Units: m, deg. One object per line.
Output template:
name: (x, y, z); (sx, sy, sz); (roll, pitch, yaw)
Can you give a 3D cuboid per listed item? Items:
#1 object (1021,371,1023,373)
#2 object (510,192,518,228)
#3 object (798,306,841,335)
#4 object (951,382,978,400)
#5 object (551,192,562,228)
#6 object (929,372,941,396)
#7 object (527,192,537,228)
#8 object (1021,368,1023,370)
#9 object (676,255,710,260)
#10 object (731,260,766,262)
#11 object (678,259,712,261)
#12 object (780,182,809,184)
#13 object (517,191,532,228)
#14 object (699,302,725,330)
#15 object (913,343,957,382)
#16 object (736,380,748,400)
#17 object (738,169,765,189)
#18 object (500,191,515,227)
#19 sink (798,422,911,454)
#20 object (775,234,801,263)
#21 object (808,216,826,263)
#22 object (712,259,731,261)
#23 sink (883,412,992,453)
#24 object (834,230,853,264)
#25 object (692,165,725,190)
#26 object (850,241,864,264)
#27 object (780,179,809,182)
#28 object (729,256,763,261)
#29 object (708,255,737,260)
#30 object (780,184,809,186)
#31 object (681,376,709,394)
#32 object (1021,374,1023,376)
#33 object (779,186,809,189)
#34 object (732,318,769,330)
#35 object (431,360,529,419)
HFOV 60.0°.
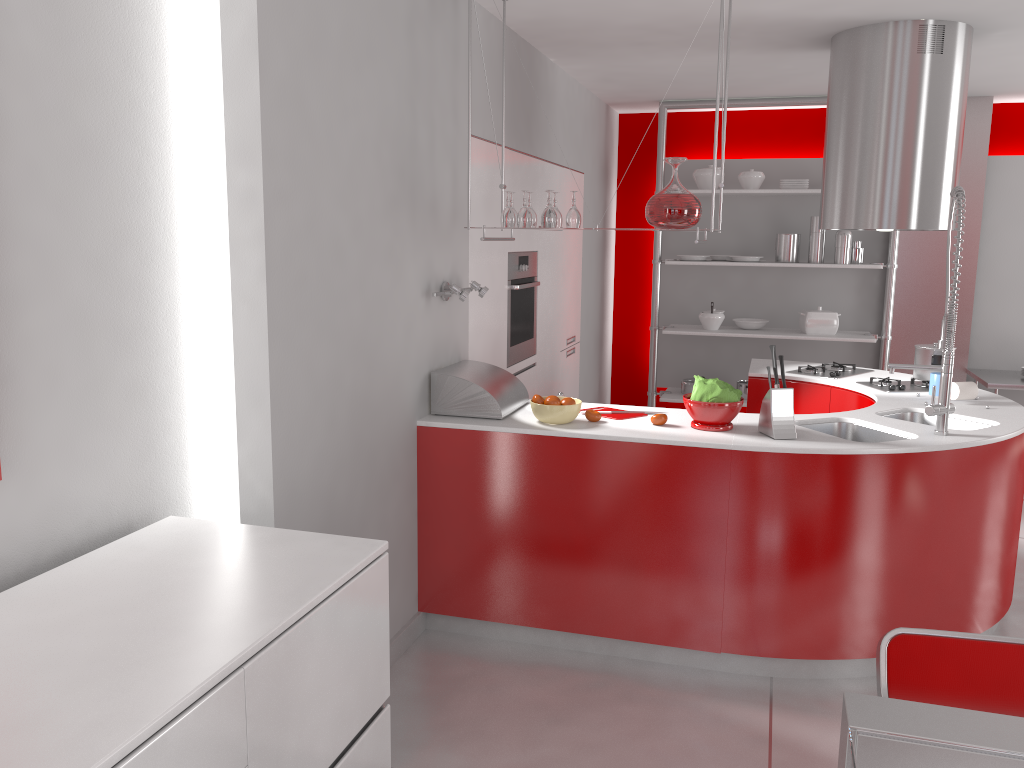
object: (3.592, -0.061, 6.006); (0.228, 0.020, 0.228); (0, 9, -2)
object: (-0.001, -0.701, 3.584); (0.060, 0.141, 0.060); (3, 10, 16)
object: (2.242, -0.468, 6.484); (0.282, 0.197, 0.235); (2, 9, 6)
object: (2.002, 0.028, 3.963); (0.100, 0.080, 0.109); (-2, 10, -13)
object: (0.171, -0.690, 3.527); (0.060, 0.141, 0.060); (3, 10, 16)
object: (1.956, -0.001, 4.081); (0.080, 0.100, 0.109); (-1, 10, -10)
object: (0.070, -0.692, 3.531); (0.060, 0.141, 0.060); (3, 10, 16)
object: (3.592, -0.081, 6.003); (0.228, 0.020, 0.228); (0, 9, -2)
object: (1.342, -0.931, 6.572); (0.244, 0.042, 0.244); (1, 9, 1)
object: (1.703, -0.894, 6.454); (0.280, 0.015, 0.280); (-8, 13, -43)
object: (1.342, -0.918, 6.574); (0.280, 0.015, 0.280); (-6, 12, -36)
object: (2.032, -1.435, 6.387); (0.200, 0.030, 0.200); (3, 10, 16)
object: (0.048, -0.675, 3.431); (0.060, 0.141, 0.060); (0, 9, -7)
object: (1.496, -0.513, 6.642); (0.192, 0.214, 0.192); (1, 9, 3)
object: (2.096, -0.113, 4.405); (0.189, 0.185, 0.218); (-3, 10, -21)
object: (1.784, 0.046, 6.689); (0.182, 0.122, 0.196); (-4, 10, -25)
object: (1.739, -1.480, 6.445); (0.192, 0.153, 0.192); (6, 11, 30)
object: (-0.016, -0.688, 3.500); (0.060, 0.141, 0.060); (3, 10, 16)
sink: (1.313, 0.278, 3.430); (0.326, 0.172, 0.428); (-3, 10, -22)
object: (1.992, -0.984, 6.424); (0.184, 0.205, 0.172); (4, 10, 21)
object: (2.174, -1.025, 6.317); (0.109, 0.329, 0.110); (3, 10, 14)
object: (1.607, -0.940, 6.725); (0.280, 0.015, 0.280); (-6, 12, -36)
sink: (1.741, 0.245, 3.659); (0.326, 0.172, 0.428); (-6, 11, -34)
object: (2.327, -0.981, 6.226); (0.115, 0.274, 0.115); (2, 10, 9)
object: (1.445, -1.515, 6.527); (0.231, 0.191, 0.231); (-5, 11, -33)
object: (2.468, -0.947, 6.387); (0.127, 0.157, 0.127); (5, 11, 26)
object: (2.032, -1.450, 6.384); (0.200, 0.030, 0.200); (3, 10, 16)
object: (1.703, -0.907, 6.452); (0.244, 0.042, 0.244); (1, 9, 1)
object: (1.607, -0.953, 6.723); (0.244, 0.042, 0.244); (2, 10, 8)
object: (2.032, -1.420, 6.389); (0.200, 0.030, 0.200); (3, 10, 16)
object: (1.442, 0.016, 6.820); (0.308, 0.130, 0.407); (5, 10, 24)
object: (3.592, -0.041, 6.009); (0.228, 0.020, 0.228); (0, 9, -2)
object: (2.031, -1.404, 6.392); (0.200, 0.030, 0.200); (3, 10, 16)
object: (1.805, -0.449, 6.715); (0.272, 0.072, 0.272); (-3, 10, -19)
object: (-0.125, 0.015, 3.712); (0.300, 0.170, 0.400); (3, 10, 16)
